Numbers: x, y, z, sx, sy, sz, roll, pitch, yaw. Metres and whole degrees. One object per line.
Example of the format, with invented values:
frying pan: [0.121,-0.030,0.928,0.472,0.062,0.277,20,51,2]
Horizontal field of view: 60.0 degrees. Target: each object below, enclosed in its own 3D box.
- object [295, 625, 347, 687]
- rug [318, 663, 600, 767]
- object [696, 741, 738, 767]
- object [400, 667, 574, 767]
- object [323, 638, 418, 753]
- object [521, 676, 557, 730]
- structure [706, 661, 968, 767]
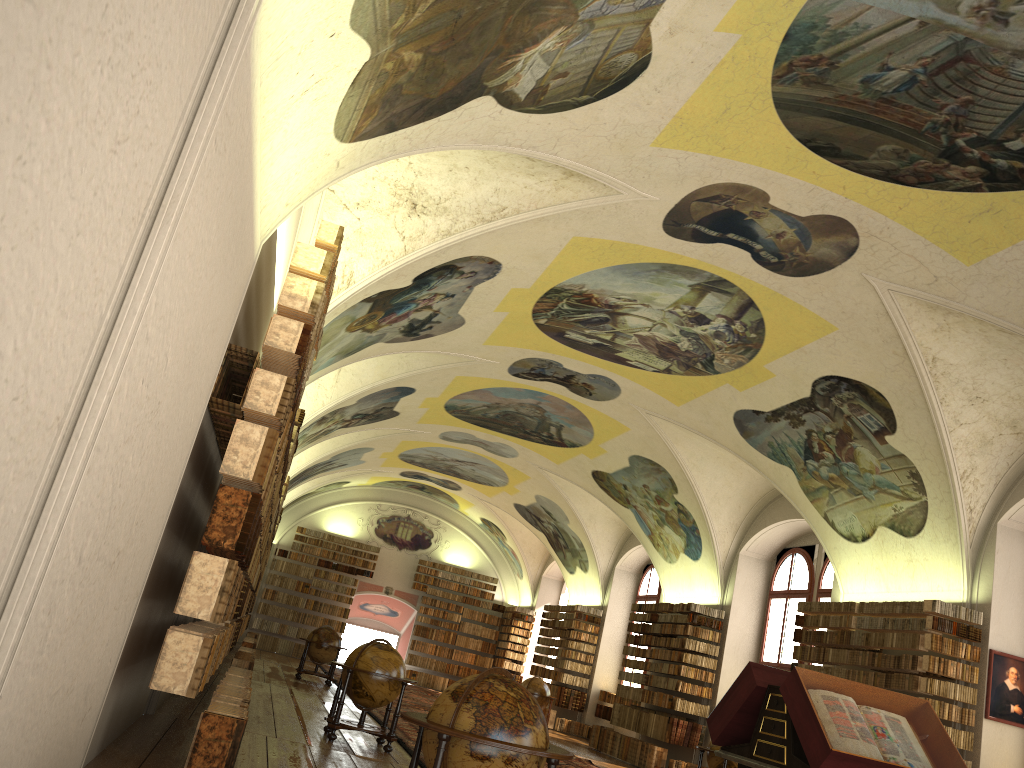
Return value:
object: [-4.937,6.960,22.895,1.278,1.441,1.287,4,-19,29]
rug: [-0.234,6.687,16.271,4.709,0.064,37.061,17,-18,-11]
object: [3.457,6.051,13.784,1.279,1.441,1.286,0,-22,39]
object: [-0.237,2.762,6.329,1.279,1.441,1.286,0,-22,39]
object: [-2.020,4.357,12.622,1.278,1.441,1.287,6,-19,25]
object: [0.550,8.653,24.047,1.278,1.441,1.287,4,-19,29]
structure: [2.491,3.395,7.134,1.246,1.971,1.899,17,-17,-11]
